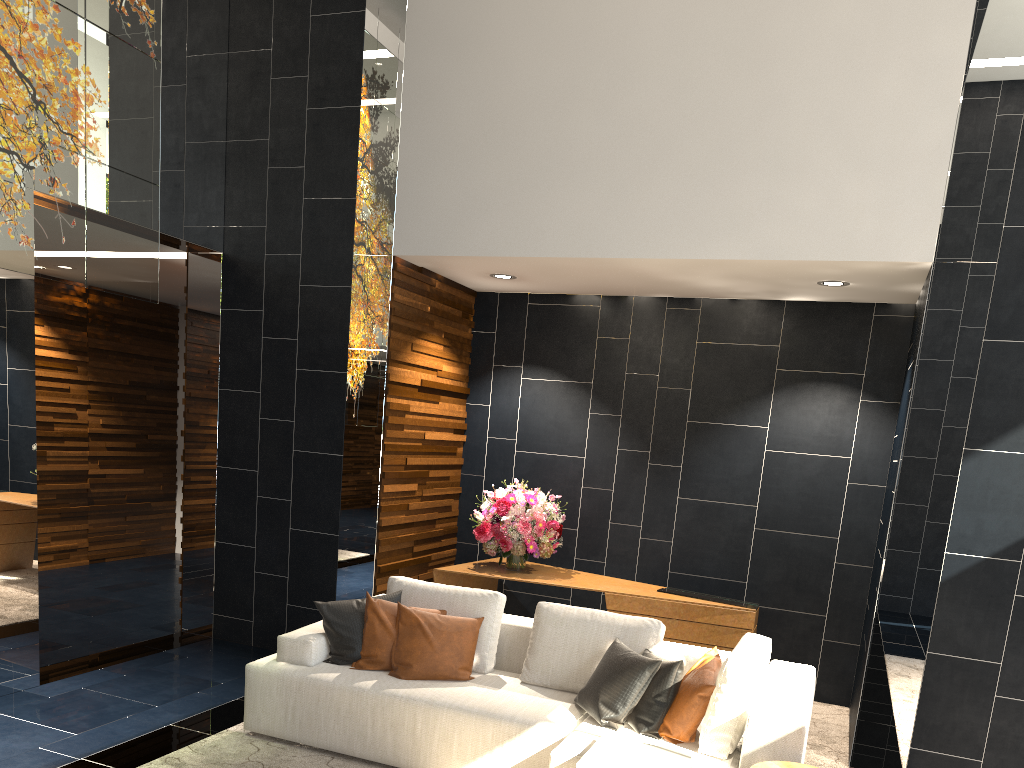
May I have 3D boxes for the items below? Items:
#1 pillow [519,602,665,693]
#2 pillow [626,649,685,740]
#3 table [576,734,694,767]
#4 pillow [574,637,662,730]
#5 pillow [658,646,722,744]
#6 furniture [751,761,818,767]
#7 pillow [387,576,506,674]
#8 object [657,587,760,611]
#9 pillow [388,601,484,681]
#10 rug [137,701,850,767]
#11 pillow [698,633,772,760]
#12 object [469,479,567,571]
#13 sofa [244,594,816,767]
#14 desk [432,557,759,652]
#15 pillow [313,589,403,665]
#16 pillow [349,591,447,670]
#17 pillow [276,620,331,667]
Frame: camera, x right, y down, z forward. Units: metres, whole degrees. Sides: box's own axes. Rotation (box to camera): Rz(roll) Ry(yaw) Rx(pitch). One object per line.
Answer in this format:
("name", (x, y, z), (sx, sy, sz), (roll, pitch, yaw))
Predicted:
("pillow", (0.426, 1.417, 4.573), (0.711, 0.449, 0.285), (5, 6, 21))
("pillow", (0.675, 1.467, 4.155), (0.256, 0.423, 0.542), (4, 2, -11))
("table", (0.496, 1.779, 3.600), (0.396, 0.478, 0.394), (7, 5, 21))
("pillow", (0.502, 1.457, 4.210), (0.300, 0.373, 0.493), (3, 2, -19))
("pillow", (0.845, 1.462, 4.045), (0.266, 0.422, 0.513), (7, 3, 17))
("furniture", (1.095, 1.792, 3.373), (0.393, 0.534, 0.382), (1, 7, -34))
("pillow", (-0.406, 1.354, 4.885), (0.712, 0.465, 0.242), (5, 7, 20))
("object", (1.352, 1.462, 5.887), (0.701, 0.027, 0.240), (3, -4, 31))
("pillow", (-0.401, 1.383, 4.604), (0.521, 0.424, 0.260), (5, 6, -8))
("rug", (-0.135, 1.986, 4.038), (3.180, 0.006, 5.864), (4, -3, 22))
("pillow", (1.054, 1.437, 4.034), (0.216, 0.467, 0.706), (8, 2, 23))
("object", (0.053, 1.030, 6.305), (0.657, 0.693, 0.679), (6, 4, 12))
("sofa", (0.019, 1.669, 4.456), (2.821, 0.700, 1.281), (4, 0, 21))
("desk", (0.619, 1.798, 6.244), (2.220, 0.770, 0.980), (4, 2, 21))
("pillow", (-0.813, 1.333, 4.741), (0.556, 0.426, 0.247), (4, 6, -21))
("pillow", (-0.603, 1.346, 4.687), (0.551, 0.442, 0.235), (4, 7, -13))
("pillow", (-1.075, 1.440, 4.866), (0.238, 0.154, 0.618), (5, -2, 17))
